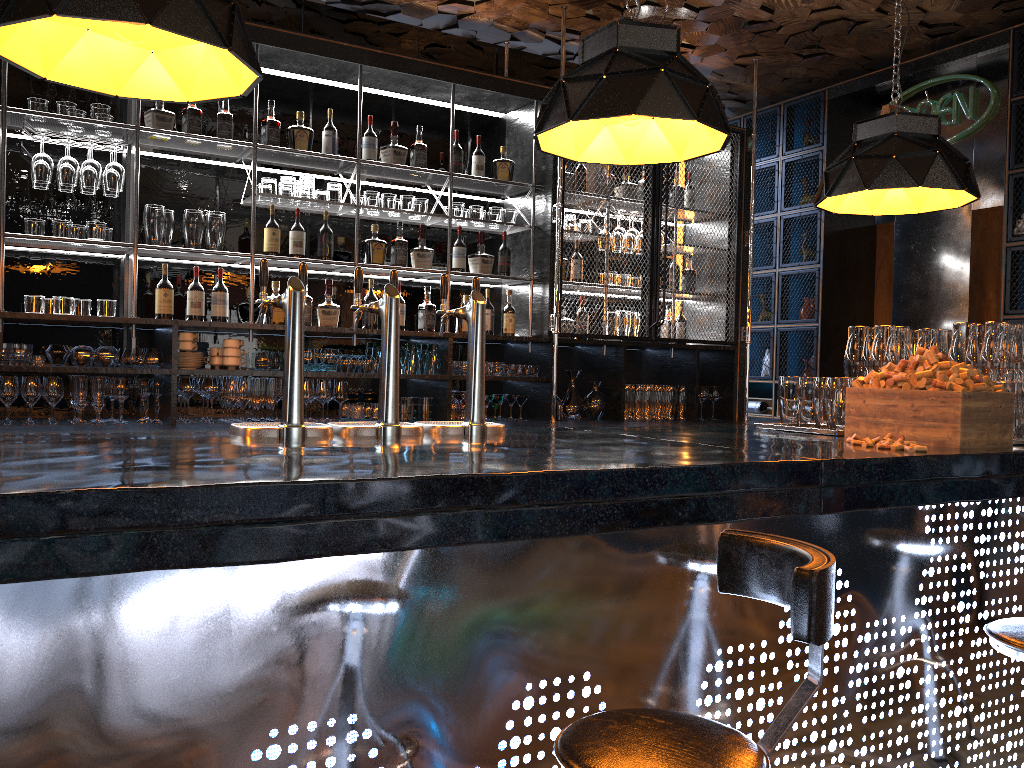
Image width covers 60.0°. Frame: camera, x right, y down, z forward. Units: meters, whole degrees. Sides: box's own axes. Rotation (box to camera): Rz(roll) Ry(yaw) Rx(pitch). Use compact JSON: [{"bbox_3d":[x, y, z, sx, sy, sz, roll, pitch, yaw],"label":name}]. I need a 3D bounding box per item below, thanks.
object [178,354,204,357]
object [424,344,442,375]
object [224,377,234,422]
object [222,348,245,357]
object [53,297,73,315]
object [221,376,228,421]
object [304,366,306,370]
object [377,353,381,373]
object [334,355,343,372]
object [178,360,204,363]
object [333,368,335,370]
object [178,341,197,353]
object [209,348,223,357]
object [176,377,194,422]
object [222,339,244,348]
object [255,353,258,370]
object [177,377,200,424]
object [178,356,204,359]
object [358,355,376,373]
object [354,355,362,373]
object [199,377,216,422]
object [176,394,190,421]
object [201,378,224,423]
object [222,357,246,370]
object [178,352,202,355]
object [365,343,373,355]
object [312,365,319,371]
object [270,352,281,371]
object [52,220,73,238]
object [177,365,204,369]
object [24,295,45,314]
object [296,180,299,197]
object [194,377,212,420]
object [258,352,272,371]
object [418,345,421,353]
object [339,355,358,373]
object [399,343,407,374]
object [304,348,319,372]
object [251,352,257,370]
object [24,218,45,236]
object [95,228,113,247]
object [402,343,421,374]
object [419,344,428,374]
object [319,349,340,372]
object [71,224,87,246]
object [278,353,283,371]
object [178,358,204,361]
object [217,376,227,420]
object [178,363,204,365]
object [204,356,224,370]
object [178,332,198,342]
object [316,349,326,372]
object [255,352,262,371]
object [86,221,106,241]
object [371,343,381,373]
[{"bbox_3d":[-1.637,-0.139,4.483,0.149,0.025,0.149,2,1,22],"label":"object"},{"bbox_3d":[-0.448,-0.140,5.039,0.101,0.172,0.115,1,1,0],"label":"object"},{"bbox_3d":[-1.469,0.080,4.610,0.058,0.234,0.058,1,1,-7],"label":"object"},{"bbox_3d":[-1.446,-0.152,4.579,0.094,0.069,0.106,2,1,11],"label":"object"},{"bbox_3d":[-2.148,-0.368,4.241,0.089,0.092,0.089,2,1,23],"label":"object"},{"bbox_3d":[-1.506,0.078,4.673,0.058,0.234,0.058,2,1,35],"label":"object"},{"bbox_3d":[-1.142,-0.131,4.842,0.100,0.125,0.100,2,1,18],"label":"object"},{"bbox_3d":[-0.688,-0.144,4.903,0.115,0.172,0.101,1,1,0],"label":"object"},{"bbox_3d":[-0.939,-0.113,4.909,0.098,0.097,0.098,2,1,8],"label":"object"},{"bbox_3d":[-1.638,-0.107,4.484,0.149,0.023,0.149,2,1,44],"label":"object"},{"bbox_3d":[-1.033,-0.118,5.064,0.098,0.097,0.098,1,1,-39],"label":"object"},{"bbox_3d":[-1.633,-0.183,4.482,0.107,0.070,0.094,1,1,0],"label":"object"},{"bbox_3d":[-1.529,-0.154,4.631,0.105,0.069,0.094,2,1,37],"label":"object"},{"bbox_3d":[-1.677,0.079,4.547,0.108,0.227,0.108,2,1,40],"label":"object"},{"bbox_3d":[-1.441,-0.196,4.568,0.094,0.068,0.106,1,1,-30],"label":"object"},{"bbox_3d":[-1.341,-0.121,4.736,0.058,0.099,0.067,1,1,-27],"label":"object"},{"bbox_3d":[-1.622,0.082,4.441,0.108,0.227,0.108,1,1,-38],"label":"object"},{"bbox_3d":[-1.636,-0.129,4.484,0.149,0.026,0.148,1,1,-23],"label":"object"},{"bbox_3d":[-0.798,-0.108,4.867,0.098,0.097,0.098,2,1,4],"label":"object"},{"bbox_3d":[-0.854,-0.111,4.959,0.098,0.097,0.098,1,1,-5],"label":"object"},{"bbox_3d":[-1.579,0.080,4.604,0.108,0.227,0.108,2,1,25],"label":"object"},{"bbox_3d":[-1.737,0.076,4.654,0.108,0.227,0.108,1,1,1],"label":"object"},{"bbox_3d":[-1.522,0.084,4.500,0.108,0.227,0.108,2,1,30],"label":"object"},{"bbox_3d":[-1.443,-0.106,4.578,0.106,0.067,0.094,1,1,-42],"label":"object"},{"bbox_3d":[-1.638,-0.151,4.482,0.149,0.026,0.148,1,1,-23],"label":"object"},{"bbox_3d":[-0.807,-0.150,5.114,0.101,0.172,0.115,2,1,45],"label":"object"},{"bbox_3d":[-1.105,-0.133,5.000,0.108,0.126,0.108,2,1,32],"label":"object"},{"bbox_3d":[-1.243,-0.117,4.647,0.067,0.099,0.058,2,1,6],"label":"object"},{"bbox_3d":[-2.162,-0.735,4.262,0.089,0.092,0.089,2,1,38],"label":"object"},{"bbox_3d":[-1.639,-0.086,4.484,0.149,0.022,0.149,2,1,29],"label":"object"},{"bbox_3d":[-2.258,-0.370,4.193,0.089,0.092,0.089,2,1,32],"label":"object"},{"bbox_3d":[-1.177,-1.095,4.994,0.089,0.092,0.089,1,1,-4],"label":"object"},{"bbox_3d":[-1.639,0.077,4.710,0.108,0.227,0.108,2,1,6],"label":"object"},{"bbox_3d":[-1.277,-0.117,4.583,0.058,0.099,0.067,2,1,15],"label":"object"},{"bbox_3d":[-0.571,-0.146,5.250,0.115,0.172,0.101,1,1,-20],"label":"object"},{"bbox_3d":[-0.890,-0.110,4.820,0.098,0.097,0.098,2,1,39],"label":"object"},{"bbox_3d":[-0.627,-0.145,5.075,0.101,0.172,0.115,1,1,0],"label":"object"},{"bbox_3d":[-1.082,-0.128,4.736,0.100,0.125,0.100,2,1,9],"label":"object"},{"bbox_3d":[-1.377,-0.123,4.794,0.058,0.099,0.067,2,1,20],"label":"object"},{"bbox_3d":[-2.283,-0.738,4.243,0.089,0.092,0.089,2,1,38],"label":"object"},{"bbox_3d":[-2.057,-0.736,4.461,0.089,0.092,0.089,2,1,44],"label":"object"},{"bbox_3d":[-0.559,-0.141,4.966,0.101,0.172,0.115,2,1,45],"label":"object"},{"bbox_3d":[-0.501,-0.143,5.144,0.101,0.172,0.115,2,1,45],"label":"object"},{"bbox_3d":[-0.986,-0.127,4.793,0.108,0.126,0.108,2,1,4],"label":"object"},{"bbox_3d":[-2.157,-0.737,4.394,0.089,0.092,0.089,2,1,2],"label":"object"},{"bbox_3d":[-1.261,-0.119,4.757,0.058,0.099,0.067,1,1,-18],"label":"object"},{"bbox_3d":[-1.638,-0.120,4.483,0.149,0.024,0.149,1,1,-31],"label":"object"},{"bbox_3d":[-1.547,0.076,4.746,0.058,0.234,0.058,1,1,-27],"label":"object"},{"bbox_3d":[-1.638,-0.096,4.484,0.149,0.023,0.149,2,1,29],"label":"object"},{"bbox_3d":[-1.538,-0.109,4.630,0.094,0.067,0.106,2,1,22],"label":"object"},{"bbox_3d":[-1.641,-0.227,4.476,0.094,0.069,0.106,1,1,-24],"label":"object"},{"bbox_3d":[-1.043,-0.130,4.894,0.108,0.126,0.108,1,1,-35],"label":"object"},{"bbox_3d":[-1.312,-0.119,4.641,0.058,0.099,0.067,2,1,30],"label":"object"},{"bbox_3d":[-2.007,-0.732,4.281,0.089,0.092,0.089,2,1,44],"label":"object"},{"bbox_3d":[-0.752,-0.147,5.005,0.115,0.172,0.101,1,1,-20],"label":"object"}]
